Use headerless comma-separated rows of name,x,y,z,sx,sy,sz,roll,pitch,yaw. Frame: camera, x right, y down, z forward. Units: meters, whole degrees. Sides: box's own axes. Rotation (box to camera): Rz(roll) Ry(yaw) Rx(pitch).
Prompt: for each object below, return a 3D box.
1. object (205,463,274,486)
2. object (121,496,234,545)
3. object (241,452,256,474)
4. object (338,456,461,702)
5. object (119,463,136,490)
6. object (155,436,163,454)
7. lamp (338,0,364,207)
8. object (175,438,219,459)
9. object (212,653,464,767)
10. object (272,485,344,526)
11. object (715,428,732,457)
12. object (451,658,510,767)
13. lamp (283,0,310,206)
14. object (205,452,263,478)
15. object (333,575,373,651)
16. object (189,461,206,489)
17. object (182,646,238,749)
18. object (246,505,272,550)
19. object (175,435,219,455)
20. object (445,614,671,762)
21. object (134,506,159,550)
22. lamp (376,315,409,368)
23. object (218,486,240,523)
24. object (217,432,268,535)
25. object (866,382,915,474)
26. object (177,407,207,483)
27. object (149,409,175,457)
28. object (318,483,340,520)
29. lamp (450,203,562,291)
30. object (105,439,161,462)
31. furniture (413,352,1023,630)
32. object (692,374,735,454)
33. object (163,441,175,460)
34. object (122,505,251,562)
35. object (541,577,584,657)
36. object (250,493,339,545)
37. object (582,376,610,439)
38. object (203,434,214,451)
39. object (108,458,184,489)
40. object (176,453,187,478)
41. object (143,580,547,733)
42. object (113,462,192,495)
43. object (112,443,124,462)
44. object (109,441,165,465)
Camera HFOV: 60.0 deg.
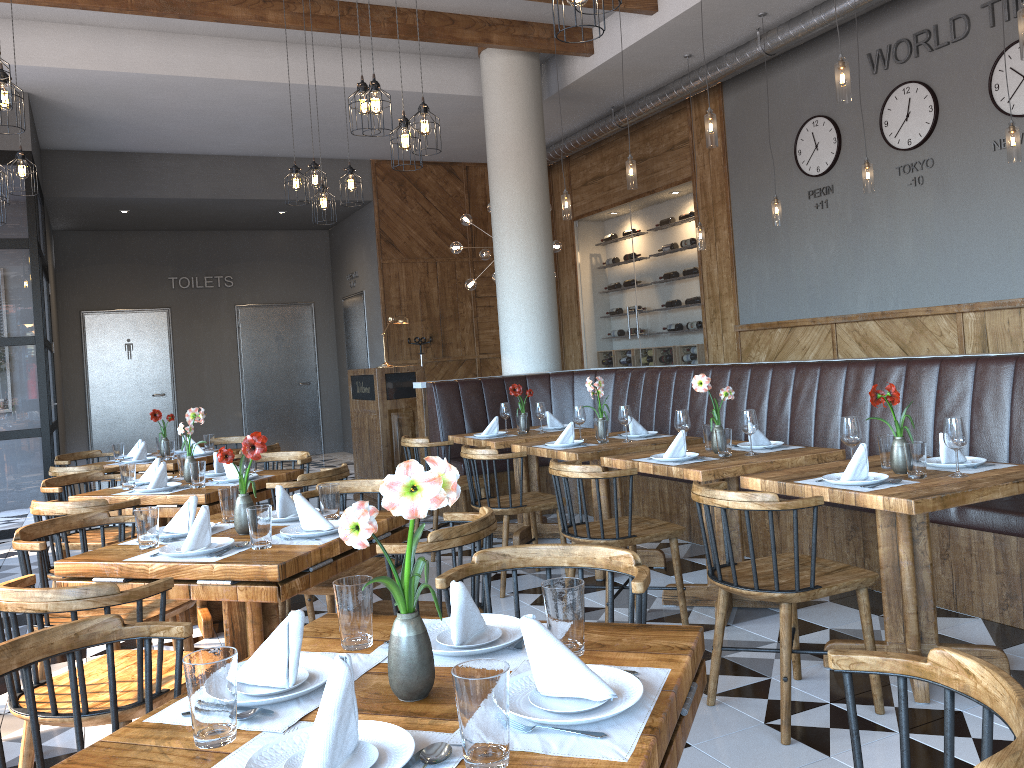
object,-1.479,0.445,4.703,0.272,0.137,0.352,-4,2,20
object,-1.188,0.471,3.194,0.272,0.137,0.352,-4,2,20
object,-1.461,0.439,4.926,0.080,0.132,0.080,-4,0,-10
object,-0.178,0.322,1.456,0.206,0.400,0.146,-4,0,-6
object,-2.014,0.487,4.649,0.080,0.132,0.080,-4,0,-10
object,-2.674,0.469,6.761,0.080,0.132,0.080,-4,0,0
lamp,-1.325,-2.437,6.953,0.175,2.072,0.175,-4,-1,-15
object,-2.286,0.450,6.403,0.272,0.137,0.352,-4,2,20
object,-0.258,0.466,1.233,0.351,0.137,0.272,-4,1,20
object,-0.848,0.442,3.359,0.351,0.137,0.272,-4,1,20
object,1.021,0.283,4.266,0.080,0.132,0.080,-4,0,-20
object,-0.038,0.454,1.209,0.080,0.132,0.080,-4,0,40
lamp,-1.760,-2.451,6.982,0.175,2.072,0.175,-4,-1,7
object,-1.646,0.447,5.041,0.351,0.137,0.272,-4,1,20
object,-0.312,0.456,1.761,0.080,0.132,0.080,-4,0,30
object,-1.597,0.462,4.507,0.080,0.132,0.080,-4,0,-10
object,-0.456,0.479,1.351,0.080,0.132,0.080,-4,0,40
object,-0.803,0.458,2.828,0.080,0.132,0.080,-4,0,-10
object,-2.453,0.451,6.742,0.351,0.137,0.272,-4,1,20
object,0.083,0.437,1.399,0.272,0.137,0.352,-4,2,20
object,-1.221,0.483,2.970,0.080,0.132,0.080,-4,0,-20
lamp,-1.108,-0.264,8.258,0.170,0.757,0.446,-5,0,40
object,-1.076,0.460,3.380,0.080,0.132,0.080,-4,0,-20
object,-0.915,0.346,3.082,0.171,0.355,0.156,-4,0,30
object,1.448,0.168,3.395,0.171,0.355,0.156,-4,0,-22
object,-1.719,0.328,4.790,0.146,0.400,0.206,-4,0,-14
object,-2.577,0.358,6.509,0.171,0.355,0.156,-4,0,22
object,-0.667,0.435,3.247,0.080,0.132,0.080,-4,0,-20
lamp,-0.082,-1.987,10.463,1.185,2.193,1.162,-4,0,26
object,-2.793,0.480,6.576,0.272,0.137,0.352,-4,2,20
furniture,1.438,0.479,5.227,1.920,1.150,6.581,-5,2,-25
object,1.011,0.145,4.428,0.207,0.400,0.146,-4,0,-23
object,-2.401,0.467,6.209,0.080,0.132,0.080,-4,0,-10
object,-1.021,0.470,2.855,0.351,0.137,0.272,-4,1,20
object,0.098,0.431,1.629,0.080,0.132,0.080,-4,0,30
object,-0.680,0.441,3.021,0.272,0.137,0.352,-4,2,20
object,0.518,0.149,5.408,0.146,0.400,0.206,-4,0,-18
object,-2.265,0.444,6.628,0.080,0.132,0.080,-4,0,0
object,-1.986,0.476,4.876,0.272,0.137,0.352,-4,2,20
object,-1.870,0.464,5.059,0.080,0.132,0.080,-4,0,-10
object,-0.243,0.453,1.628,0.577,0.137,0.583,-3,2,20
object,-1.819,0.475,4.537,0.351,0.137,0.272,-4,1,20
object,-2.818,0.492,6.350,0.080,0.132,0.080,-4,0,40
object,-2.626,0.479,6.237,0.351,0.137,0.272,-4,1,20
